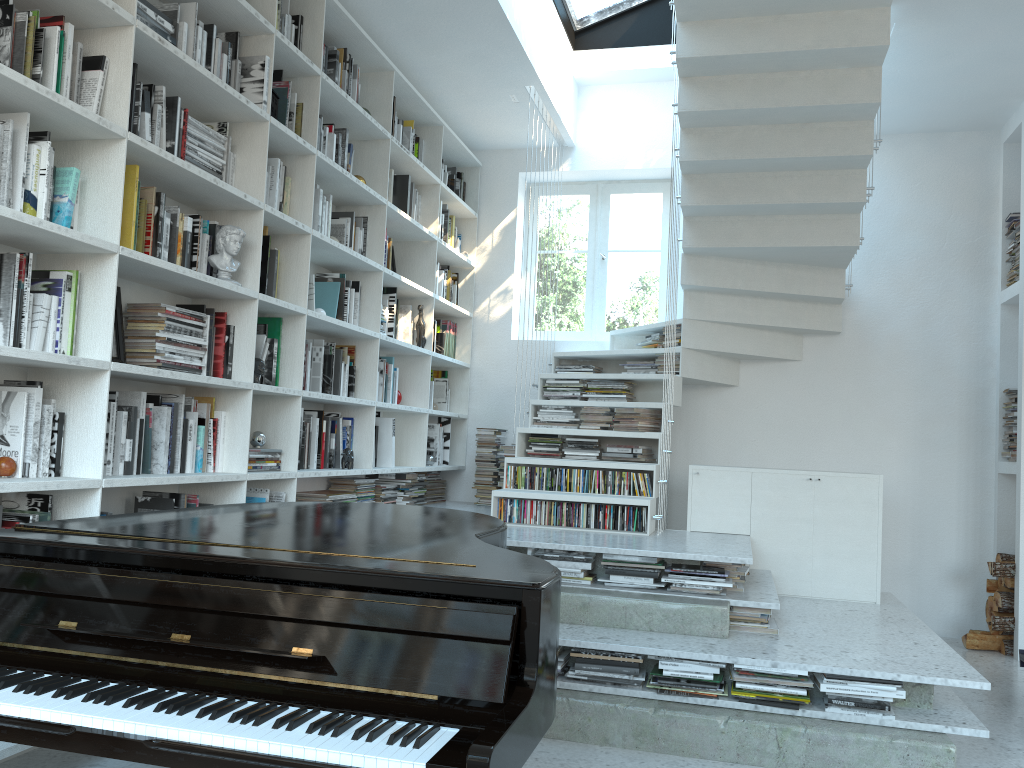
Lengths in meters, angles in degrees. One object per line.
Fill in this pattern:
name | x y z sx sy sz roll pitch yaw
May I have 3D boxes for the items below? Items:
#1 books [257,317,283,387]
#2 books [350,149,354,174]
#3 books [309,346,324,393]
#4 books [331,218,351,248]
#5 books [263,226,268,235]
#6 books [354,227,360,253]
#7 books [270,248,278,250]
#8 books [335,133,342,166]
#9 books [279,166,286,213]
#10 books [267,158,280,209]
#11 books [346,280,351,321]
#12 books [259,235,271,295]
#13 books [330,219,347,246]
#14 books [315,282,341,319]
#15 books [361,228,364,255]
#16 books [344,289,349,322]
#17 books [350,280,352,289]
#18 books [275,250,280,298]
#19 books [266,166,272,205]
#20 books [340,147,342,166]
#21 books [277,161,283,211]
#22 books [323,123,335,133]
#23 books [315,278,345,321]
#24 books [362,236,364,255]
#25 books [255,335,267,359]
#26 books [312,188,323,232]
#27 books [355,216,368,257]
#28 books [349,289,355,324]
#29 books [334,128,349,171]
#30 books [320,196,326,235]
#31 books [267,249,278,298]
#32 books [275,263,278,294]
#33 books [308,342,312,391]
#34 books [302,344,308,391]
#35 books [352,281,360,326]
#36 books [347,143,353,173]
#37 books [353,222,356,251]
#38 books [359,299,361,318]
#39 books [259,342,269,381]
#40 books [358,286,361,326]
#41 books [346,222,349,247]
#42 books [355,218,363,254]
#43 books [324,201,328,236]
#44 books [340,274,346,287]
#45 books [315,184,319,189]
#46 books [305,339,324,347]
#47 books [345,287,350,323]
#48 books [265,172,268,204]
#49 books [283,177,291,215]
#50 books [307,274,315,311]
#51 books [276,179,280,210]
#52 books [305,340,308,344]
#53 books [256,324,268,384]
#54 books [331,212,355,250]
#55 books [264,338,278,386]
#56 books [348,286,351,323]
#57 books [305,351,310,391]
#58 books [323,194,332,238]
books | -1.137 -0.141 4.025 0.182 0.324 0.014 2 -3 15
books | -0.933 -1.137 4.688 0.182 0.216 0.048 2 -3 15
books | -1.024 -0.066 4.513 0.130 0.251 0.019 2 -3 15
books | -0.941 -0.774 4.746 0.154 0.232 0.012 2 -3 15
books | -1.162 -0.526 3.895 0.169 0.337 0.022 2 -3 15
books | -0.916 -0.752 4.824 0.173 0.202 0.013 2 -3 15
books | -1.136 -0.481 4.005 0.143 0.266 0.032 2 -3 15
books | -0.967 -1.159 4.541 0.185 0.237 0.030 2 -3 15
books | -1.117 -0.853 4.029 0.173 0.277 0.025 2 -3 15
books | -1.123 -0.860 3.919 0.186 0.275 0.028 2 -3 15
books | -0.945 -0.421 4.732 0.165 0.263 0.018 2 -3 15
books | -1.148 -0.504 3.877 0.182 0.293 0.019 2 -3 15
books | -0.952 -0.769 4.729 0.140 0.220 0.015 2 -3 15
books | -0.982 -0.417 4.634 0.153 0.241 0.056 2 -3 15
books | -0.898 -0.751 4.849 0.173 0.204 0.013 2 -3 15
books | -0.955 -0.398 4.686 0.188 0.209 0.006 2 -3 15
books | -0.941 -0.423 4.782 0.154 0.274 0.032 2 -3 15
books | -1.138 -0.480 4.045 0.141 0.268 0.033 2 -3 15
books | -1.149 -0.842 3.907 0.178 0.236 0.023 2 -3 15
books | -0.965 -1.129 4.569 0.176 0.181 0.027 2 -3 15
books | -1.122 -0.863 4.014 0.154 0.293 0.028 2 -3 15
books | -0.989 -1.185 4.527 0.159 0.285 0.012 2 -3 15
books | -0.966 -0.427 4.669 0.174 0.264 0.021 2 -3 15
books | -0.896 -0.750 4.874 0.169 0.206 0.012 2 -3 15
books | -1.177 -0.105 3.834 0.190 0.228 0.095 2 -3 15
books | -1.020 -0.821 4.338 0.182 0.263 0.030 2 -3 15
books | -0.885 -0.785 4.883 0.182 0.277 0.005 2 -3 15
books | -0.932 -0.399 4.758 0.178 0.224 0.012 2 -3 15
books | -0.943 -1.178 4.596 0.183 0.285 0.029 2 -3 15
books | -1.017 -0.808 4.393 0.183 0.244 0.025 2 -3 15
books | -1.133 -0.474 3.927 0.188 0.242 0.027 2 -3 15
books | -1.136 -0.454 3.952 0.181 0.204 0.034 2 -3 15
books | -1.067 -0.080 4.335 0.172 0.251 0.013 2 -3 15
books | -1.076 -0.076 4.293 0.176 0.238 0.015 2 -3 15
books | -0.914 -0.420 4.798 0.183 0.273 0.012 2 -3 15
books | -0.929 -1.148 4.664 0.171 0.235 0.054 2 -3 15
books | -0.928 -0.767 4.801 0.160 0.228 0.016 2 -3 15
books | -0.907 -0.401 4.868 0.158 0.245 0.010 2 -3 15
books | -1.176 -0.087 3.912 0.169 0.205 0.091 2 -3 15
books | -0.909 -0.407 4.835 0.169 0.252 0.011 2 -3 15
books | -0.946 -0.761 4.738 0.154 0.205 0.005 2 -3 15
books | -0.901 -0.778 4.837 0.175 0.256 0.016 2 -3 15
books | -1.011 -0.798 4.440 0.183 0.232 0.021 2 -3 15
books | -0.963 -0.439 4.715 0.154 0.295 0.013 2 -3 15
books | -1.037 -0.835 4.373 0.159 0.295 0.027 2 -3 15
books | -1.031 -0.084 4.534 0.131 0.289 0.016 2 -3 15
books | -0.953 -0.402 4.696 0.187 0.219 0.013 2 -3 15
books | -1.158 -0.829 3.893 0.171 0.207 0.023 2 -3 15
books | -1.098 -0.828 4.039 0.176 0.229 0.028 2 -3 15
books | -1.040 -0.426 4.313 0.176 0.210 0.051 2 -3 15
books | -1.130 -0.818 3.954 0.185 0.196 0.027 2 -3 15
books | -1.070 -0.086 4.322 0.142 0.261 0.014 2 -3 15
books | -1.165 -0.127 3.965 0.138 0.285 0.013 2 -3 15
books | -0.925 -0.790 4.757 0.164 0.267 0.015 2 -3 15
books | -1.141 -0.093 3.978 0.171 0.223 0.029 2 -3 15
books | -0.942 -0.418 4.748 0.152 0.259 0.015 2 -3 15
books | -1.070 -0.060 4.306 0.180 0.207 0.014 2 -3 15
books | -0.994 -0.816 4.460 0.169 0.272 0.024 2 -3 15
